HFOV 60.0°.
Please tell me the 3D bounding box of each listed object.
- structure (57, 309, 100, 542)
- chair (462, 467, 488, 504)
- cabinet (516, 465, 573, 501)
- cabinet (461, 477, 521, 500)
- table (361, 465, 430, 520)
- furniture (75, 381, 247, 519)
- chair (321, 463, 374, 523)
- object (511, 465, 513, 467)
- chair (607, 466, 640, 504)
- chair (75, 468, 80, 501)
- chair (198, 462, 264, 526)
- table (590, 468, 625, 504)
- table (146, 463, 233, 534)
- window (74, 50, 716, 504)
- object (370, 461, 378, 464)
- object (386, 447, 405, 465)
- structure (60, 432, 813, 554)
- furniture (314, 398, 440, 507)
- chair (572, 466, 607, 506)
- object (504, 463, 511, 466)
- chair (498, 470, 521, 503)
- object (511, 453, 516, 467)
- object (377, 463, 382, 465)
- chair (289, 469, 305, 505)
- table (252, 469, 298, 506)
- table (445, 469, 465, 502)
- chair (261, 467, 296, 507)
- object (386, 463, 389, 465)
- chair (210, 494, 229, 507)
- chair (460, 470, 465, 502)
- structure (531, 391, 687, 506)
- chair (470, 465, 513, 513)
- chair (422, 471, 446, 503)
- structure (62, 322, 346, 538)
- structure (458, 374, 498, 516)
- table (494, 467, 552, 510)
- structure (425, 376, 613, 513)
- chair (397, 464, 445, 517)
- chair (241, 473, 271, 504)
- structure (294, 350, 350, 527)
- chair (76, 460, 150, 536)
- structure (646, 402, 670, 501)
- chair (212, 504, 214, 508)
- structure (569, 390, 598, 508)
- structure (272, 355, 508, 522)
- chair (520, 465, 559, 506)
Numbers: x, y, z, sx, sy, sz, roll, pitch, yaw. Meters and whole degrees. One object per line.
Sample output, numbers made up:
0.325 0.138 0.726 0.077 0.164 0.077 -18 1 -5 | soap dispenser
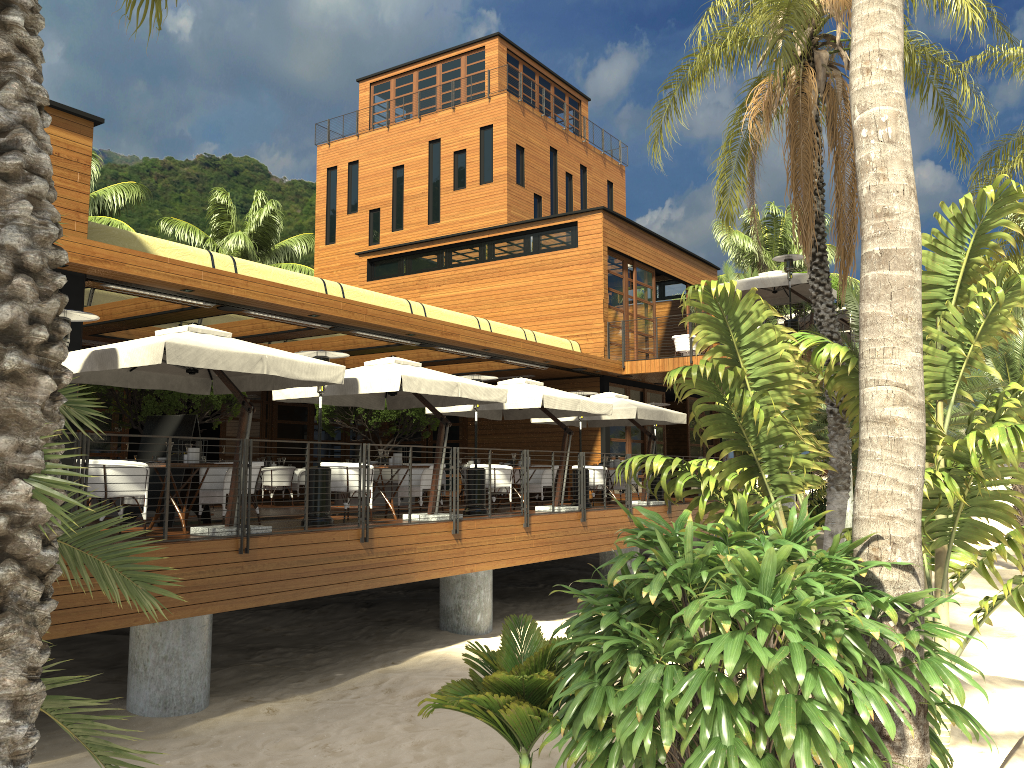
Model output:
-4.283 0.377 8.266 0.699 2.197 0.698 -3 -7 21 | structure
-0.736 2.146 18.782 0.627 0.790 0.615 1 -7 -10 | chair
0.843 2.384 21.364 1.610 0.840 0.556 -4 -8 33 | cabinet
-0.509 2.478 22.254 1.610 0.840 0.556 -4 -8 33 | cabinet
-1.805 1.535 12.557 0.931 0.751 0.930 -4 -7 33 | table
-5.652 0.715 13.929 2.569 2.729 2.713 0 -6 -1 | furniture
-2.249 1.456 11.947 0.627 0.790 0.616 -5 -8 34 | chair
0.001 1.402 15.219 0.080 0.042 0.080 0 -6 -5 | object
2.407 2.147 18.874 0.627 0.790 0.616 -5 -8 34 | chair
-7.038 1.684 14.060 0.616 0.790 0.626 3 -7 -25 | chair
-3.266 1.299 10.381 0.627 0.790 0.616 -5 -8 34 | chair
1.944 2.095 18.169 0.931 0.751 0.930 -4 -7 33 | table
-3.676 1.255 9.755 0.931 0.751 0.930 -4 -7 33 | table
-1.688 -5.845 25.242 14.487 18.002 38.338 -1 -6 11 | window
-1.945 1.118 12.485 0.116 0.065 0.116 -4 -7 32 | object
-1.637 1.023 12.536 0.263 0.264 0.263 1 -6 -11 | object
1.616 1.790 15.555 0.163 1.156 26.228 -5 -7 33 | structure
-2.729 1.138 18.180 2.615 2.729 2.690 -3 -7 24 | furniture
1.528 2.020 17.602 0.627 0.790 0.616 -5 -8 34 | chair
-0.083 1.397 15.274 0.116 0.065 0.116 -4 -7 32 | object
0.026 2.235 19.676 0.616 0.790 0.626 1 -7 -10 | chair
0.030 1.300 15.157 0.082 0.227 0.082 -5 -8 34 | object
-1.861 1.124 12.431 0.080 0.042 0.080 0 -6 -5 | object
-4.344 2.160 18.822 0.616 0.790 0.626 4 -8 -35 | chair
-5.045 2.140 18.419 1.166 0.751 1.163 -2 -6 13 | table
-0.912 2.251 19.631 1.165 0.751 1.164 -5 -8 39 | table
-4.655 2.046 17.692 0.627 0.790 0.616 4 -8 -35 | chair
-1.794 1.165 12.837 0.080 0.042 0.080 0 -6 -5 | object
-5.888 2.067 17.865 0.616 0.790 0.626 4 -8 -35 | chair
-0.912 2.314 20.425 0.627 0.790 0.615 1 -7 -10 | chair
2.018 1.308 18.237 2.412 2.338 2.410 -4 -8 33 | structure
-0.360 1.738 14.775 0.627 0.790 0.616 -5 -8 34 | chair
-1.780 2.218 19.456 0.616 0.790 0.626 1 -7 -10 | chair
-3.582 0.472 9.853 2.412 2.338 2.410 -4 -8 33 | structure
-0.564 0.933 13.835 0.699 2.197 0.698 -3 -7 21 | structure
0.067 1.814 15.360 0.931 0.751 0.930 -4 -7 33 | table
0.152 1.030 15.442 2.412 2.338 2.410 -4 -8 33 | structure
-1.337 1.587 13.268 0.627 0.790 0.616 -5 -8 34 | chair
-5.513 2.193 19.107 0.627 0.790 0.616 4 -8 -35 | chair
-2.404 0.658 11.079 0.699 2.197 0.698 -3 -7 21 | structure
-4.145 1.172 9.108 0.627 0.790 0.616 -5 -8 34 | chair
3.133 1.485 19.369 0.699 2.197 0.698 -3 -7 21 | structure
-5.912 1.942 16.628 0.627 0.790 0.616 -5 -8 39 | chair
1.282 1.209 16.599 0.699 2.197 0.698 -3 -7 21 | structure
-1.715 0.751 12.648 2.412 2.338 2.410 -4 -8 33 | structure
0.519 1.865 16.046 0.627 0.790 0.616 -5 -8 34 | chair
